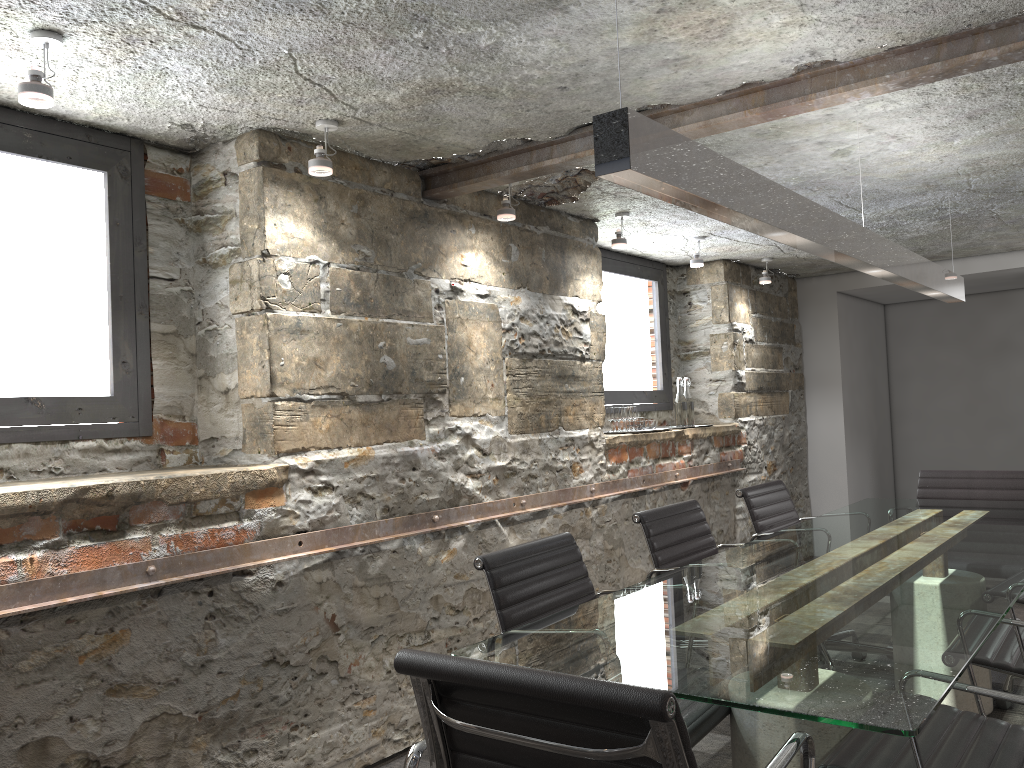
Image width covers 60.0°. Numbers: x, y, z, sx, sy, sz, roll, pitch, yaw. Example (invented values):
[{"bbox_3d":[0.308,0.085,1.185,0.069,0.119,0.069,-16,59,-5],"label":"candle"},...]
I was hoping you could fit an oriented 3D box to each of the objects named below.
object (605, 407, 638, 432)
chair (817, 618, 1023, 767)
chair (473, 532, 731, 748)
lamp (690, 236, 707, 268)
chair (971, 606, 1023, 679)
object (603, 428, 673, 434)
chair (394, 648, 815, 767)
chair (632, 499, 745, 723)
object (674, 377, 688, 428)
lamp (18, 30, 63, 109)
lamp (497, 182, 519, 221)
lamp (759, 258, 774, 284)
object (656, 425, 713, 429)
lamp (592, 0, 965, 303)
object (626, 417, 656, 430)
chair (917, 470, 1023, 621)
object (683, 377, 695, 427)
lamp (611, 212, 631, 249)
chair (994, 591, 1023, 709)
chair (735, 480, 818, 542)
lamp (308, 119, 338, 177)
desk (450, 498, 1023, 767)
[{"bbox_3d":[0.594,0.192,4.803,0.108,0.131,0.218,-4,-2,35],"label":"object"},{"bbox_3d":[1.004,0.801,1.821,0.667,0.837,0.693,-4,-2,28],"label":"chair"},{"bbox_3d":[0.289,0.850,2.343,0.667,0.837,0.693,-3,-2,24],"label":"chair"},{"bbox_3d":[1.050,-0.745,5.006,0.098,0.165,0.077,-2,-2,-20],"label":"lamp"},{"bbox_3d":[1.604,0.799,2.546,0.667,0.837,0.693,-4,-2,26],"label":"chair"},{"bbox_3d":[0.646,0.261,4.892,0.310,0.007,0.457,-4,-2,37],"label":"object"},{"bbox_3d":[0.191,0.826,1.482,0.693,0.837,0.667,-4,-2,27],"label":"chair"},{"bbox_3d":[0.813,0.853,3.118,0.667,0.837,0.693,-4,-2,27],"label":"chair"},{"bbox_3d":[1.003,0.111,5.276,0.073,0.300,0.073,-3,-2,5],"label":"object"},{"bbox_3d":[-1.118,-0.746,2.104,0.098,0.165,0.077,-2,-2,-20],"label":"lamp"},{"bbox_3d":[-0.015,-0.746,3.580,0.098,0.165,0.077,-2,-2,-20],"label":"lamp"},{"bbox_3d":[1.674,-0.744,5.841,0.098,0.165,0.077,-2,-2,-20],"label":"lamp"},{"bbox_3d":[0.983,0.261,5.343,0.310,0.007,0.457,-4,-2,37],"label":"object"},{"bbox_3d":[1.115,-0.642,2.875,0.073,0.524,3.159,-4,-2,37],"label":"lamp"},{"bbox_3d":[0.718,0.222,4.979,0.111,0.072,0.191,-4,-3,44],"label":"object"},{"bbox_3d":[2.038,0.828,3.981,0.693,0.837,0.667,-4,-2,29],"label":"chair"},{"bbox_3d":[1.059,0.111,5.351,0.073,0.300,0.073,-3,-2,5],"label":"object"},{"bbox_3d":[0.528,-0.745,4.308,0.098,0.165,0.077,-2,-2,-20],"label":"lamp"},{"bbox_3d":[2.108,0.799,3.226,0.667,0.837,0.693,-4,-2,35],"label":"chair"},{"bbox_3d":[1.353,0.853,3.813,0.667,0.837,0.693,-4,-2,28],"label":"chair"},{"bbox_3d":[-0.596,-0.746,2.803,0.098,0.165,0.077,-2,-2,-20],"label":"lamp"},{"bbox_3d":[1.187,0.891,2.822,0.909,0.711,3.154,-4,-2,37],"label":"desk"}]
